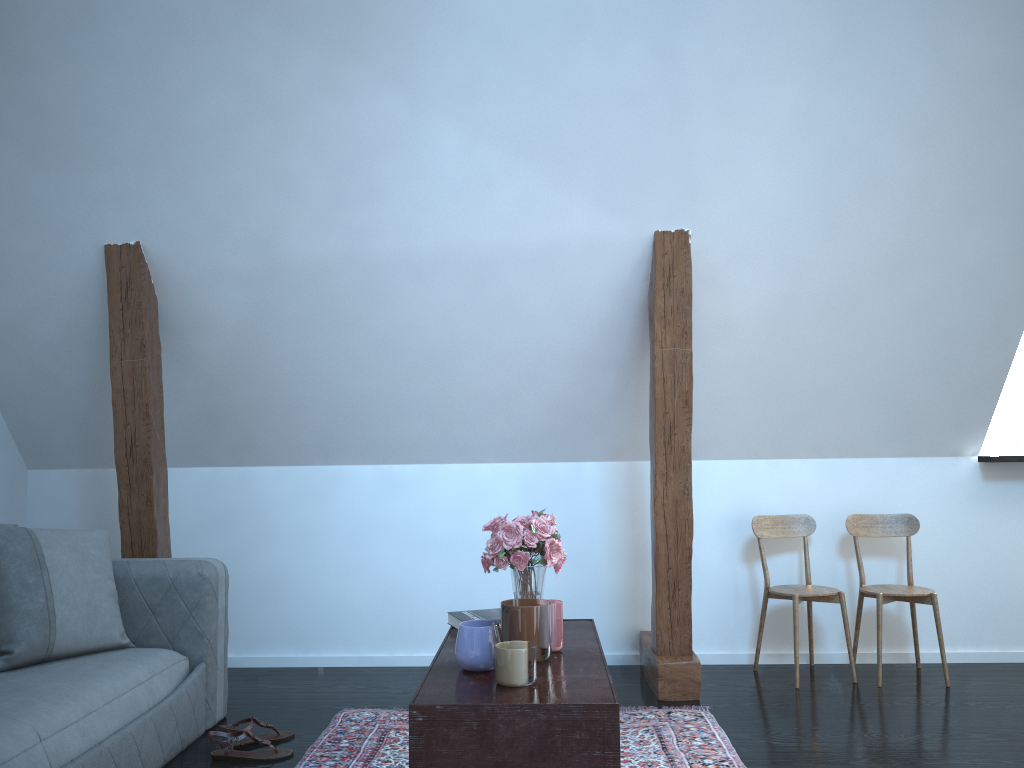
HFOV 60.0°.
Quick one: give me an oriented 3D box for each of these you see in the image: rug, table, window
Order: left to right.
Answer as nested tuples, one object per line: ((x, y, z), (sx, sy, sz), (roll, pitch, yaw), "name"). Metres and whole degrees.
((0.012, 1.159, 2.173), (1.512, 0.029, 2.647), (-1, -5, 2), "rug")
((0.032, 0.922, 2.221), (0.471, 0.492, 0.962), (-1, -5, 2), "table")
((4.563, -2.029, 1.572), (8.018, 4.249, 5.959), (-1, -5, 2), "window")

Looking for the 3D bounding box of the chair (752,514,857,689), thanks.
((1.278, 0.938, 3.924), (0.329, 0.696, 0.342), (0, -5, -15), "chair")

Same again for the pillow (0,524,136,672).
((-1.591, 0.641, 2.319), (0.444, 0.515, 2.075), (-1, -5, 2), "pillow")

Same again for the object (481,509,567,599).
((0.029, 0.526, 2.493), (0.235, 0.351, 0.234), (3, -6, -38), "object")

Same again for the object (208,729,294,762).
((-0.866, 1.194, 2.943), (0.277, 0.090, 0.101), (0, -5, -10), "object")

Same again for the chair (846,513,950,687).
((1.681, 0.930, 3.891), (0.329, 0.696, 0.342), (-1, -5, 3), "chair")

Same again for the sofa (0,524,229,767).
((-1.686, 0.817, 2.288), (1.107, 0.770, 2.458), (-1, -5, 2), "sofa")

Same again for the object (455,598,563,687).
((-0.014, 0.606, 2.132), (0.215, 0.138, 0.413), (-2, -5, 13), "object")

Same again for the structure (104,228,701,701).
((4.523, 0.262, 3.814), (12.350, 1.963, 1.023), (-1, -5, 2), "structure")

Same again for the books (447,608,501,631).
((-0.049, 0.695, 2.611), (0.243, 0.034, 0.179), (1, -5, -20), "books")

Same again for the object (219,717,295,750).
((-0.894, 1.207, 3.101), (0.277, 0.090, 0.101), (3, -6, -41), "object")
